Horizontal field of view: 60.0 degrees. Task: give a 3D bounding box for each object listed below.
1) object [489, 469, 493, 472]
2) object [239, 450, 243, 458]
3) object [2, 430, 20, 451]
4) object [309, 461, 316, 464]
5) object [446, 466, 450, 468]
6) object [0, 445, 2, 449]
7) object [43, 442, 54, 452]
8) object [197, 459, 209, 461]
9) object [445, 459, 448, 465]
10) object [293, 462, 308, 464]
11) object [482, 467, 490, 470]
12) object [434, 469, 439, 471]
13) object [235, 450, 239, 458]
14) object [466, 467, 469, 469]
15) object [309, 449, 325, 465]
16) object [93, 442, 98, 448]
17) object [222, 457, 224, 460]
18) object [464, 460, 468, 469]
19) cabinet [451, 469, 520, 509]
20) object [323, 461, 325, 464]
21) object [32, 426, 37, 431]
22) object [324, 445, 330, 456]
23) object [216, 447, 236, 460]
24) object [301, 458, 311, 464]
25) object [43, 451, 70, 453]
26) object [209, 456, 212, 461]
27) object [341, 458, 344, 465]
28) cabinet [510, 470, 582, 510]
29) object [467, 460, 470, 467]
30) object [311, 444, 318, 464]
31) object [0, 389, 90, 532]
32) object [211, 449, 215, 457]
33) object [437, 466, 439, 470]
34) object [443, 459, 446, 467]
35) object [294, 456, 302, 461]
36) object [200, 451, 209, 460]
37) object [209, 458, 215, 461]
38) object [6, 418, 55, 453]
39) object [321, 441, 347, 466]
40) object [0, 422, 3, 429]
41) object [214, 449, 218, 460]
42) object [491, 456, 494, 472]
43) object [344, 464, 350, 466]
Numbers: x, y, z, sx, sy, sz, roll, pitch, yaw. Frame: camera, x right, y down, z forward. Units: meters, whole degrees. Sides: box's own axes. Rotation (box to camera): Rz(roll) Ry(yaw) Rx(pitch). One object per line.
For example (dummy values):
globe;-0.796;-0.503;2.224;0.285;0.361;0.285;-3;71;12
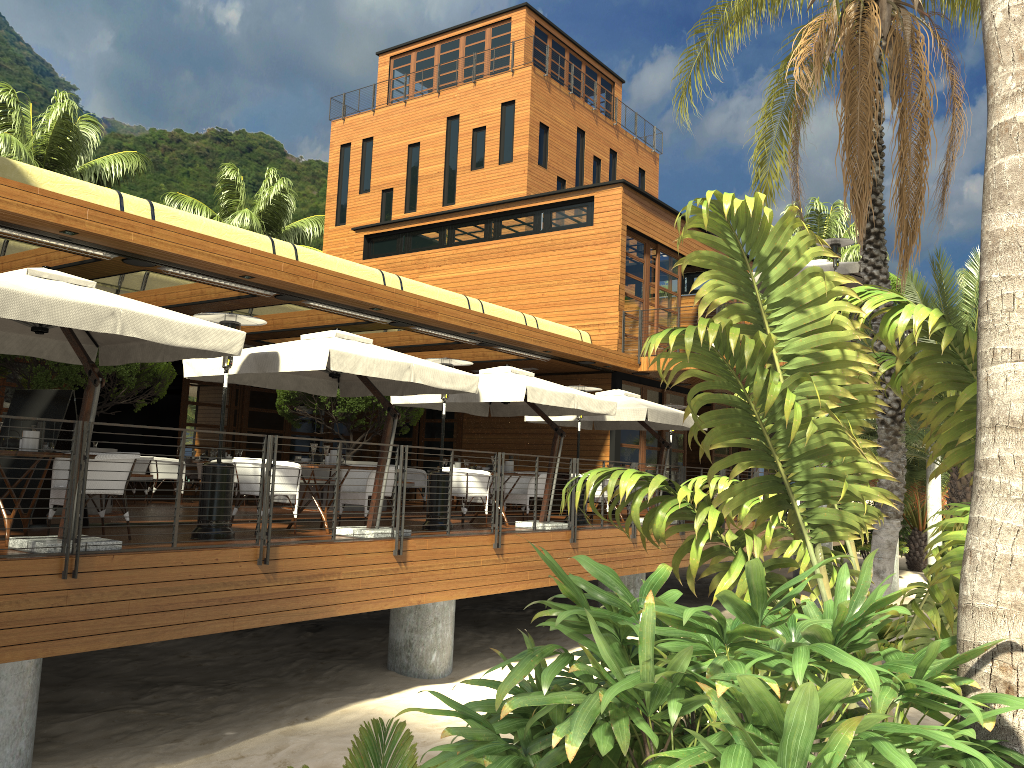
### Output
object;-0.294;1.242;12.672;0.080;0.042;0.080;3;-6;-3
object;-4.918;1.303;16.050;0.082;0.227;0.082;7;-8;-36
object;-4.218;0.479;7.498;0.168;0.179;0.162;-2;-8;34
object;-2.246;0.882;9.957;0.080;0.042;0.080;3;-6;-3
object;-1.219;1.617;16.907;0.086;0.086;0.086;-2;-8;37
object;-4.205;0.521;7.233;0.080;0.042;0.080;-1;-7;27
object;-3.942;0.541;7.536;0.086;0.086;0.086;-3;-8;40
object;-5.511;1.362;15.847;0.170;0.025;0.294;6;-7;-32
object;-1.291;1.588;17.374;0.082;0.227;0.082;5;-7;-19
object;-2.381;0.875;9.858;0.294;0.025;0.170;-2;-7;35
object;-0.376;1.233;12.730;0.116;0.065;0.116;-2;-7;34
object;-1.423;1.660;17.107;0.170;0.025;0.294;3;-6;-3
object;-5.097;1.334;16.422;0.082;0.227;0.082;9;-9;-42
object;-0.851;1.648;17.061;0.086;0.086;0.086;8;-9;-43
object;-2.260;0.840;10.225;0.163;0.179;0.167;-3;-8;37
object;-6.506;1.009;13.828;0.082;0.227;0.082;9;-10;-44
object;-5.192;1.343;15.833;0.086;0.086;0.086;1;-6;8
object;-0.887;1.559;16.932;0.082;0.227;0.082;5;-7;-19
cabinet;-0.584;2.314;19.720;1.610;0.840;0.556;-2;-8;35
object;-2.166;0.927;10.360;0.080;0.042;0.080;3;-6;-3
object;-4.150;0.478;7.723;0.082;0.227;0.082;-3;-8;36
object;-2.191;0.838;10.447;0.082;0.227;0.082;-1;-7;25
object;-5.209;1.284;16.125;0.263;0.264;0.263;7;-8;-37
object;-2.328;0.873;10.015;0.116;0.065;0.116;-2;-7;34
object;-3.992;0.590;7.734;0.294;0.025;0.170;-2;-7;35
object;-5.456;1.359;16.099;0.086;0.086;0.086;1;-7;13
object;-1.983;0.901;10.260;0.086;0.086;0.086;-3;-8;40
cabinet;0.737;2.272;18.780;1.610;0.840;0.556;-2;-8;35
object;-0.865;1.605;17.368;0.082;0.227;0.082;3;-7;-2
object;-2.216;0.780;9.894;0.082;0.227;0.082;-3;-8;36
object;-4.805;0.750;8.974;0.768;1.400;0.770;0;-7;20
object;-5.485;1.300;16.247;0.082;0.227;0.082;7;-8;-36
object;-1.432;1.653;17.342;0.086;0.086;0.086;8;-9;-43
object;-1.313;1.545;16.964;0.082;0.227;0.082;3;-7;-2
object;-2.427;0.863;10.067;0.086;0.086;0.086;-3;-8;40
object;-5.594;1.313;16.162;0.163;0.179;0.167;7;-8;-34
object;-5.411;1.361;15.993;0.116;0.065;0.116;6;-7;-33
object;-3.973;0.429;7.330;0.263;0.264;0.263;3;-6;-9
object;-2.015;0.790;10.054;0.263;0.264;0.263;3;-6;-9
object;-4.174;0.420;7.171;0.082;0.227;0.082;-3;-8;36
object;-5.294;1.267;15.853;0.082;0.227;0.082;9;-9;-42
object;-0.263;1.140;12.609;0.082;0.227;0.082;-3;-8;36
object;-2.034;0.951;10.457;0.294;0.025;0.170;-2;-7;35
